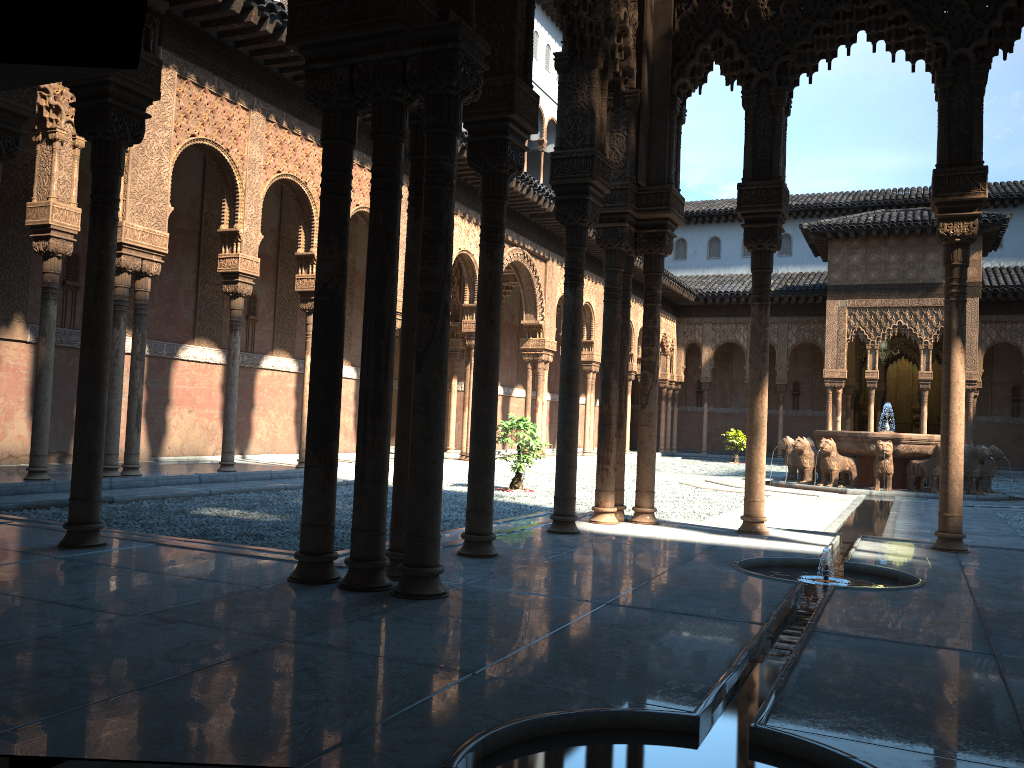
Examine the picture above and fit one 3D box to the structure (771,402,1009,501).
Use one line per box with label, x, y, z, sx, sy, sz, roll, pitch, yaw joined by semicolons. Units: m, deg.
structure;7.939;1.386;18.825;4.508;1.991;4.508;1;-3;24
